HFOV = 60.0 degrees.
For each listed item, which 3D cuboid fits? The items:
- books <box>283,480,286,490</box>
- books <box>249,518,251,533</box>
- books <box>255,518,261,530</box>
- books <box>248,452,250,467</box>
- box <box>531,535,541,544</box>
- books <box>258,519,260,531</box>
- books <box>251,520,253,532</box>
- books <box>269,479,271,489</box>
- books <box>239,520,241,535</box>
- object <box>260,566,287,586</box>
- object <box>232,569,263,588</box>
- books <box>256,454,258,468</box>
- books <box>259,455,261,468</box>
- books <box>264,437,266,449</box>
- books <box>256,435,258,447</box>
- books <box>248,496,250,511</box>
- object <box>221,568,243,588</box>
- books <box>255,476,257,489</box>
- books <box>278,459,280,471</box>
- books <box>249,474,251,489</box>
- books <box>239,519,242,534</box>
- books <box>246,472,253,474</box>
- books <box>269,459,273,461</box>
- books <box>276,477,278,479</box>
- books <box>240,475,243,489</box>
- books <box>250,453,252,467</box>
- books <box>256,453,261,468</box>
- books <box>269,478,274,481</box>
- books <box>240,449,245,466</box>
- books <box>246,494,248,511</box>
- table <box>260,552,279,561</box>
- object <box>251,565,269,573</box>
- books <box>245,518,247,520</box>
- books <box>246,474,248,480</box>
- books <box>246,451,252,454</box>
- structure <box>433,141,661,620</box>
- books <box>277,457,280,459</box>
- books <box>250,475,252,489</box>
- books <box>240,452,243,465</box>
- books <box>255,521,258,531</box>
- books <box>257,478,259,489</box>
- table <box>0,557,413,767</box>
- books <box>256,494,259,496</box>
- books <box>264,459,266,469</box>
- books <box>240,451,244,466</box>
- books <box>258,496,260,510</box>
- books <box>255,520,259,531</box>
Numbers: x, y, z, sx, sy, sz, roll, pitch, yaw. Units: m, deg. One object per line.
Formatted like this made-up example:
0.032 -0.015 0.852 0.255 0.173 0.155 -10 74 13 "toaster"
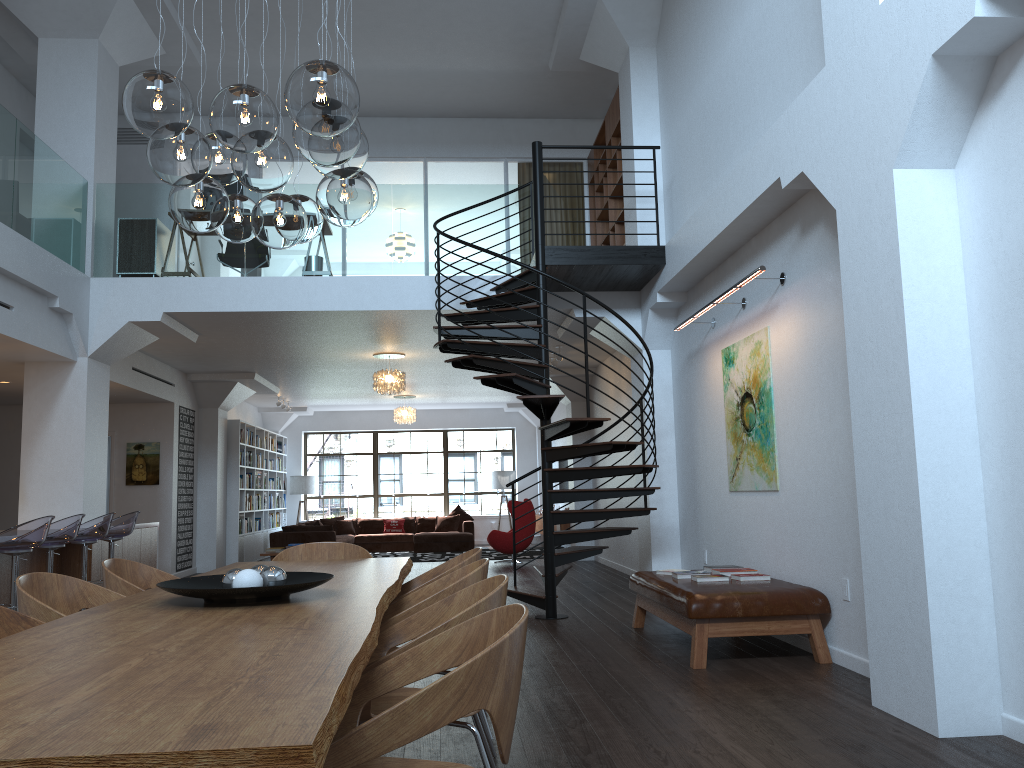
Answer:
-4.902 2.143 18.802 0.182 0.215 0.188 -1 -7 -5 "books"
-4.627 2.449 15.376 0.183 0.253 0.042 -1 -7 -5 "books"
-4.702 2.583 16.350 0.140 0.231 0.042 -1 -7 -5 "books"
-4.658 1.319 15.424 0.183 0.253 0.042 -1 -7 -5 "books"
0.497 3.388 19.324 0.228 0.165 0.368 -1 -7 -5 "box"
-4.680 2.576 16.183 0.146 0.202 0.027 -1 -7 -5 "books"
-4.631 2.491 15.519 0.161 0.207 0.135 -1 -7 -5 "books"
-4.778 1.957 17.291 0.140 0.206 0.042 -1 -7 -5 "books"
-4.559 2.358 14.591 0.174 0.240 0.054 -1 -7 -5 "books"
-0.831 0.682 3.076 0.100 0.100 0.100 -7 -9 40 "object"
-0.892 0.676 2.996 0.100 0.100 0.100 -7 -9 40 "object"
-4.691 1.395 16.041 0.182 0.253 0.034 -1 -7 -5 "books"
-4.712 1.433 16.286 0.174 0.239 0.045 -1 -7 -5 "books"
-4.762 1.123 16.771 0.174 0.236 0.136 -1 -7 -5 "books"
-4.715 1.053 16.206 0.140 0.231 0.042 -1 -7 -5 "books"
-4.632 2.071 15.368 0.171 0.246 0.057 -1 -7 -5 "books"
-0.955 0.690 3.076 0.100 0.100 0.100 -7 -9 40 "object"
-4.674 1.765 15.899 0.174 0.240 0.054 -1 -7 -5 "books"
-4.858 1.668 18.205 0.183 0.253 0.034 -1 -7 -5 "books"
-4.634 1.695 15.396 0.182 0.253 0.034 -1 -7 -5 "books"
-4.578 2.365 14.703 0.183 0.253 0.042 -1 -7 -5 "books"
-4.658 1.707 15.631 0.176 0.294 0.102 -1 -7 -5 "books"
-4.824 1.609 17.652 0.140 0.231 0.042 -1 -7 -5 "books"
-4.851 2.024 18.009 0.183 0.253 0.042 -1 -7 -5 "books"
-4.587 1.642 14.879 0.140 0.231 0.042 -1 -7 -5 "books"
-4.657 1.339 15.535 0.174 0.240 0.054 -1 -7 -5 "books"
-4.724 1.418 16.364 0.176 0.290 0.053 -1 -7 -5 "books"
-4.806 1.990 17.658 0.140 0.231 0.042 -1 -7 -5 "books"
-4.593 1.237 14.923 0.176 0.290 0.053 -1 -7 -5 "books"
-4.628 2.033 15.245 0.176 0.290 0.053 -1 -7 -5 "books"
-3.339 2.778 14.017 1.100 0.271 0.853 -1 -7 -5 "table"
-0.895 0.693 3.155 0.100 0.100 0.100 -7 -9 40 "object"
-4.613 2.418 15.140 0.183 0.253 0.042 -1 -7 -5 "books"
-4.623 1.674 15.199 0.170 0.245 0.057 -1 -7 -5 "books"
-4.685 1.332 15.650 0.198 0.284 0.049 -1 -7 -5 "books"
0.291 -0.106 8.069 1.998 4.352 1.998 5 -10 -43 "structure"
-4.871 1.654 18.241 0.176 0.290 0.036 -1 -7 -5 "books"
-4.640 1.714 15.494 0.174 0.239 0.045 -1 -7 -5 "books"
-4.584 1.244 14.760 0.172 0.235 0.112 -1 -7 -5 "books"
-4.672 2.577 16.067 0.126 0.173 0.032 -1 -7 -5 "books"
-4.691 1.811 16.128 0.161 0.207 0.135 -1 -7 -5 "books"
-0.907 1.117 3.028 1.012 0.750 3.803 -1 -7 -4 "table"
-4.694 2.147 16.151 0.176 0.290 0.036 -1 -7 -5 "books"
-4.755 1.531 16.866 0.139 0.191 0.036 -1 -7 -5 "books"
-4.595 1.251 14.843 0.174 0.242 0.105 -1 -7 -5 "books"
-4.682 2.161 16.115 0.183 0.253 0.034 -1 -7 -5 "books"
-4.679 2.574 16.124 0.139 0.191 0.036 -1 -7 -5 "books"
